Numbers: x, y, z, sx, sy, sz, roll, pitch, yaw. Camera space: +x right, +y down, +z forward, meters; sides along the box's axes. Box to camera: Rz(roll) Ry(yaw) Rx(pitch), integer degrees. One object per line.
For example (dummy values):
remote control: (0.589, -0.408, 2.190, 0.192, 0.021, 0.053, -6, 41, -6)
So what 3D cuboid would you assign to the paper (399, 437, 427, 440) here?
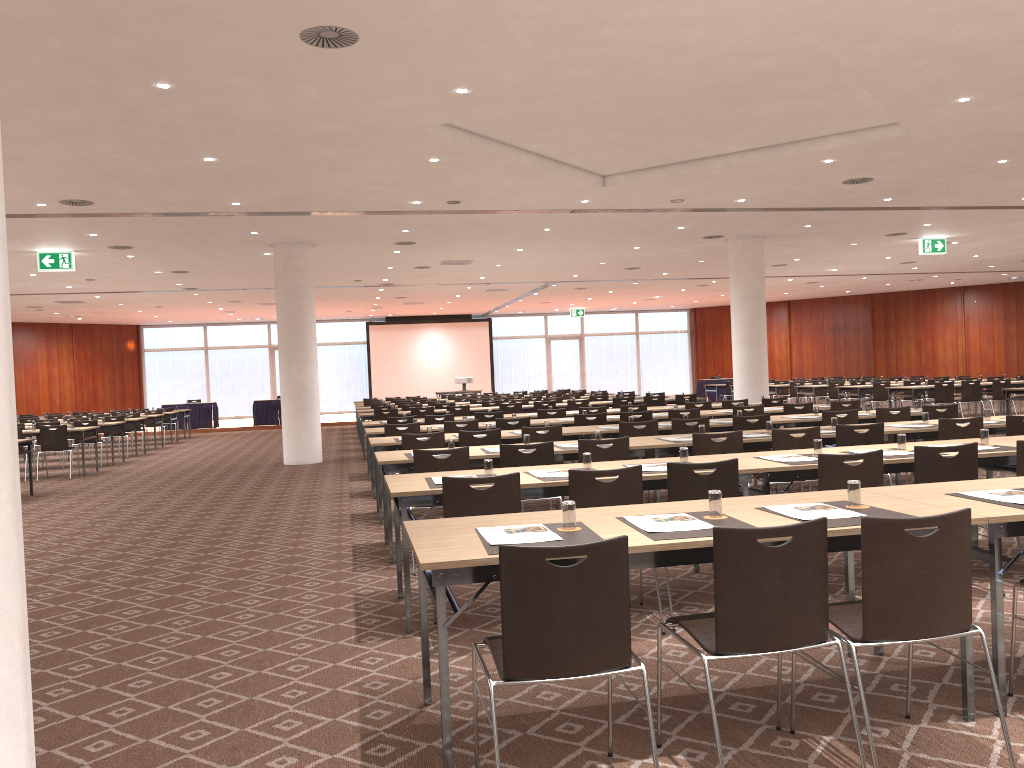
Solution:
paper: (-1.064, 0.582, 9.496, 0.283, 0.006, 0.398, -3, 1, -10)

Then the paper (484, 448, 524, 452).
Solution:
paper: (-0.069, 0.562, 7.645, 0.283, 0.006, 0.398, -3, 1, -12)

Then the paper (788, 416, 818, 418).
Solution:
paper: (3.373, 0.383, 10.318, 0.283, 0.006, 0.398, -3, 1, -12)

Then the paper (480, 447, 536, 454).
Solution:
paper: (-0.021, 0.564, 7.618, 0.460, 0.003, 0.565, -3, 1, -8)

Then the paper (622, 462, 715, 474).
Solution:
paper: (1.010, 0.543, 5.769, 0.460, 0.003, 0.565, -3, 1, -7)

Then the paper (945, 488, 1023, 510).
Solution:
paper: (2.310, 0.509, 3.935, 0.460, 0.003, 0.565, -3, 1, -10)

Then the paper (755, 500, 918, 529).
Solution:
paper: (1.381, 0.551, 3.776, 0.460, 0.003, 0.565, -3, 1, -13)

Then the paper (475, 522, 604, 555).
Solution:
paper: (0.107, 0.608, 3.528, 0.460, 0.003, 0.565, -3, 1, -7)

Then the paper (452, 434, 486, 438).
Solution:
paper: (-0.386, 0.556, 9.559, 0.460, 0.003, 0.565, -3, 1, -10)

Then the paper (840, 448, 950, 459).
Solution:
paper: (2.588, 0.472, 6.040, 0.460, 0.003, 0.565, -3, 1, -12)

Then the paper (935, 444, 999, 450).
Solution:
paper: (3.160, 0.441, 6.223, 0.283, 0.006, 0.398, -3, 1, -11)

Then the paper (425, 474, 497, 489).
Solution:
paper: (-0.297, 0.601, 5.517, 0.460, 0.003, 0.565, -3, 1, -9)

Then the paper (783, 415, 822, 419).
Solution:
paper: (3.451, 0.384, 10.281, 0.460, 0.003, 0.565, -3, 1, -11)

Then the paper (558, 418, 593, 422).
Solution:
paper: (0.856, 0.476, 11.807, 0.460, 0.003, 0.565, -3, 1, -14)

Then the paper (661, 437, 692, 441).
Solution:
paper: (1.524, 0.490, 7.958, 0.283, 0.006, 0.398, -3, 1, -11)

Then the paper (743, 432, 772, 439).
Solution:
paper: (2.200, 0.464, 8.024, 0.460, 0.003, 0.565, -3, 1, -9)

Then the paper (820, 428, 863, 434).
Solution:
paper: (2.870, 0.434, 8.142, 0.460, 0.003, 0.565, -3, 1, -8)

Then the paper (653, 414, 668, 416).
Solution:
paper: (2.034, 0.418, 12.102, 0.283, 0.006, 0.398, -3, 1, -11)

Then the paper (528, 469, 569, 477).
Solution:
paper: (0.274, 0.571, 5.691, 0.283, 0.006, 0.398, -3, 1, -10)

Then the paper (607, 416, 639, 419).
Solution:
paper: (1.479, 0.448, 11.924, 0.460, 0.003, 0.565, -3, 1, -9)

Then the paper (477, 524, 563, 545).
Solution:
paper: (0.023, 0.607, 3.600, 0.283, 0.006, 0.398, -3, 1, -10)

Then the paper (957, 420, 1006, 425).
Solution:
paper: (4.452, 0.363, 8.427, 0.460, 0.003, 0.565, -3, 1, -10)

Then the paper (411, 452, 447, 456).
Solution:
paper: (-0.705, 0.591, 7.521, 0.283, 0.006, 0.398, -3, 1, -9)

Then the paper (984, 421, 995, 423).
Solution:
paper: (4.391, 0.362, 8.469, 0.283, 0.006, 0.398, -3, 1, -14)

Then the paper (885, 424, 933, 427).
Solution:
paper: (3.732, 0.391, 8.361, 0.283, 0.006, 0.398, -3, 1, -10)

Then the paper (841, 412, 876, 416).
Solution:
paper: (4.068, 0.356, 10.387, 0.460, 0.003, 0.565, -3, 1, -11)

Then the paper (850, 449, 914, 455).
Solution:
paper: (2.546, 0.469, 6.105, 0.283, 0.006, 0.398, -3, 1, -10)

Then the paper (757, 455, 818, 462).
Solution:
paper: (1.870, 0.499, 5.985, 0.283, 0.006, 0.398, -3, 1, -9)

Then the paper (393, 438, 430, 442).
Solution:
paper: (-1.014, 0.585, 9.432, 0.460, 0.003, 0.565, -3, 1, -11)

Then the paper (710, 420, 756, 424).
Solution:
paper: (2.470, 0.428, 10.090, 0.460, 0.003, 0.565, -3, 1, -12)

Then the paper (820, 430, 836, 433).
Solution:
paper: (2.780, 0.434, 8.161, 0.283, 0.006, 0.398, -3, 1, -12)

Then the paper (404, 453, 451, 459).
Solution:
paper: (-0.656, 0.593, 7.449, 0.460, 0.003, 0.565, -3, 1, -11)

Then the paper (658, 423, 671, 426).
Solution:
paper: (1.797, 0.454, 10.022, 0.283, 0.006, 0.398, -3, 1, -13)

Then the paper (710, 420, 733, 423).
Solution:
paper: (2.404, 0.426, 10.142, 0.283, 0.006, 0.398, -3, 1, -11)

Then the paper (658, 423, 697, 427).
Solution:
paper: (1.856, 0.456, 9.950, 0.460, 0.003, 0.565, -3, 1, -10)

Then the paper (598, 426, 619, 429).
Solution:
paper: (1.135, 0.483, 9.921, 0.283, 0.006, 0.398, -3, 1, -9)

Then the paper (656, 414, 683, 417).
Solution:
paper: (2.098, 0.420, 12.062, 0.460, 0.003, 0.565, -3, 1, -11)

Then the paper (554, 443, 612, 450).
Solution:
paper: (0.606, 0.536, 7.710, 0.460, 0.003, 0.565, -3, 1, -10)

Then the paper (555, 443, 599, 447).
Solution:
paper: (0.566, 0.534, 7.761, 0.283, 0.006, 0.398, -3, 1, -13)

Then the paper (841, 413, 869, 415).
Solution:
paper: (4.005, 0.354, 10.434, 0.283, 0.006, 0.398, -3, 1, -13)

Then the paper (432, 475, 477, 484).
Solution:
paper: (-0.351, 0.599, 5.575, 0.283, 0.006, 0.398, -3, 1, -9)

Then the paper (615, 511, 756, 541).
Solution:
paper: (0.724, 0.580, 3.664, 0.460, 0.003, 0.565, -3, 1, -8)

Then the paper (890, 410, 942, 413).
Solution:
paper: (4.698, 0.328, 10.493, 0.460, 0.003, 0.565, -3, 1, -12)

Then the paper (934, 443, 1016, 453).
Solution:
paper: (3.215, 0.444, 6.168, 0.460, 0.003, 0.565, -3, 1, -11)

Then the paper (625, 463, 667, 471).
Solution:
paper: (0.930, 0.542, 5.788, 0.283, 0.006, 0.398, -3, 1, -9)

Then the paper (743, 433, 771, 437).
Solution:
paper: (2.143, 0.463, 8.058, 0.283, 0.006, 0.398, -3, 1, -11)

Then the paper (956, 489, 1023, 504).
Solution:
paper: (2.269, 0.506, 4.008, 0.283, 0.006, 0.398, -3, 1, -12)

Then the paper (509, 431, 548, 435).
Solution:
paper: (0.233, 0.529, 9.670, 0.460, 0.003, 0.565, -3, 1, -11)

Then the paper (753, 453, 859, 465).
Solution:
paper: (1.947, 0.501, 5.914, 0.460, 0.003, 0.565, -3, 1, -10)

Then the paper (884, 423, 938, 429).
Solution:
paper: (3.810, 0.392, 8.307, 0.460, 0.003, 0.565, -3, 1, -11)

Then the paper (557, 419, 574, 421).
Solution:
paper: (0.780, 0.475, 11.878, 0.283, 0.006, 0.398, -3, 1, -13)

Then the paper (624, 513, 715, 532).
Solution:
paper: (0.652, 0.579, 3.715, 0.283, 0.006, 0.398, -3, 1, -8)

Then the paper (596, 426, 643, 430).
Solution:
paper: (1.222, 0.484, 9.856, 0.460, 0.003, 0.565, -3, 1, -10)

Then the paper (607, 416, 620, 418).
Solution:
paper: (1.411, 0.446, 12.000, 0.283, 0.006, 0.398, -3, 1, -7)

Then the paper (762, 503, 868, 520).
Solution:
paper: (1.301, 0.550, 3.841, 0.283, 0.006, 0.398, -3, 1, -9)

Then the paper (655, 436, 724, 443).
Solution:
paper: (1.582, 0.493, 7.888, 0.460, 0.003, 0.565, -3, 1, -9)

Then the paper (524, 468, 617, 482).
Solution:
paper: (0.356, 0.572, 5.630, 0.460, 0.003, 0.565, -3, 1, -12)

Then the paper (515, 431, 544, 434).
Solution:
paper: (0.186, 0.526, 9.708, 0.283, 0.006, 0.398, -3, 1, -10)
